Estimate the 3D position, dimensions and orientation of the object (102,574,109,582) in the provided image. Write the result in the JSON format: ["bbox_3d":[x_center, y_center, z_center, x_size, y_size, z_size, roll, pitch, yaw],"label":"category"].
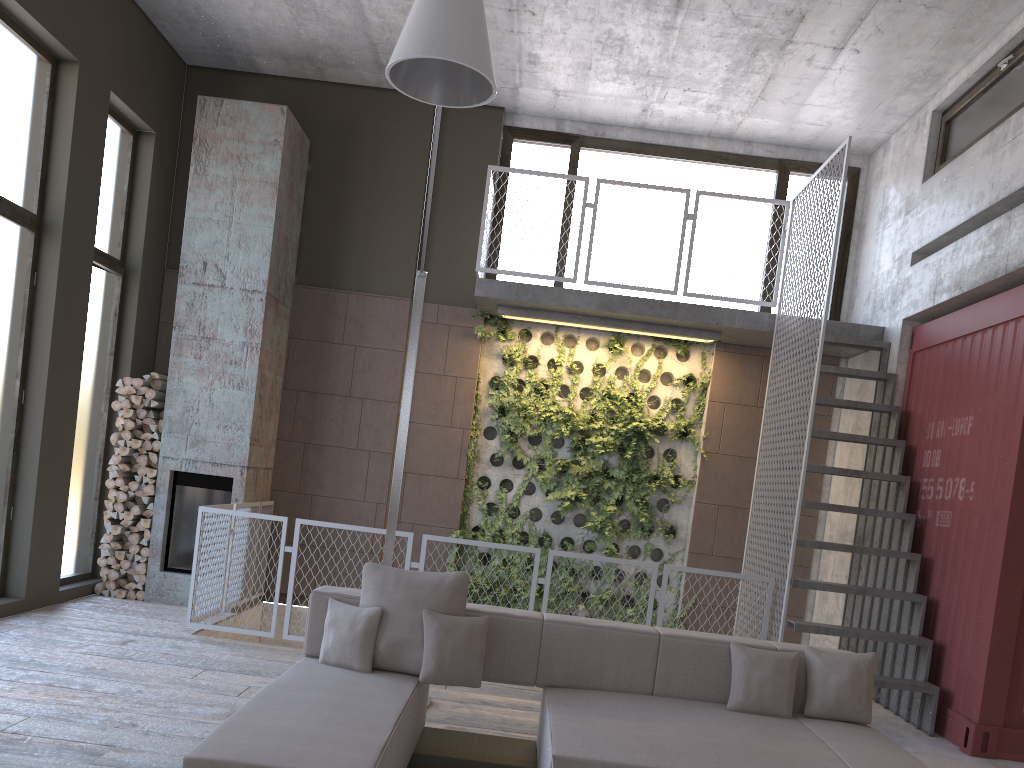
[{"bbox_3d":[-3.690,1.770,8.056,0.045,0.072,0.252,7,-6,1],"label":"object"}]

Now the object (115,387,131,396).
[{"bbox_3d":[-3.505,0.083,8.076,0.122,0.068,0.365,7,-6,3],"label":"object"}]

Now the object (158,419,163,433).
[{"bbox_3d":[-3.167,0.398,8.103,0.063,0.125,0.365,7,-5,0],"label":"object"}]

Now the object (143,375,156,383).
[{"bbox_3d":[-3.293,-0.030,8.064,0.065,0.073,0.361,7,-6,0],"label":"object"}]

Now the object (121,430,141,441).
[{"bbox_3d":[-3.474,0.482,8.115,0.092,0.093,0.439,7,-6,1],"label":"object"}]

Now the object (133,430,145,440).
[{"bbox_3d":[-3.394,0.479,8.140,0.101,0.086,0.364,7,-6,1],"label":"object"}]

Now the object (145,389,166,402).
[{"bbox_3d":[-3.230,0.116,8.051,0.093,0.093,0.439,7,-6,1],"label":"object"}]

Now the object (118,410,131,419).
[{"bbox_3d":[-3.499,0.287,8.060,0.067,0.067,0.424,7,-6,1],"label":"object"}]

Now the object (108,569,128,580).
[{"bbox_3d":[-3.608,1.745,8.093,0.098,0.107,0.295,7,-5,3],"label":"object"}]

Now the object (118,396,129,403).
[{"bbox_3d":[-3.501,0.156,8.067,0.066,0.086,0.427,7,-6,-1],"label":"object"}]

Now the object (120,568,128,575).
[{"bbox_3d":[-3.537,1.723,8.147,0.064,0.074,0.361,7,-6,0],"label":"object"}]

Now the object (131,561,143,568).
[{"bbox_3d":[-3.422,1.659,8.165,0.067,0.071,0.425,7,-6,1],"label":"object"}]

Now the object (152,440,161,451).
[{"bbox_3d":[-3.199,0.579,8.121,0.091,0.092,0.439,7,-6,1],"label":"object"}]

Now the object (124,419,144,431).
[{"bbox_3d":[-3.440,0.378,8.037,0.098,0.107,0.295,7,-5,3],"label":"object"}]

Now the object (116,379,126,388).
[{"bbox_3d":[-3.505,0.010,8.047,0.067,0.068,0.425,7,-6,1],"label":"object"}]

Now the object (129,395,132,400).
[{"bbox_3d":[-3.437,0.143,8.149,0.071,0.071,0.424,7,-6,1],"label":"object"}]

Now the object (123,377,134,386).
[{"bbox_3d":[-3.440,0.006,8.075,0.091,0.090,0.457,7,-6,0],"label":"object"}]

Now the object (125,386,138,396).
[{"bbox_3d":[-3.406,0.080,8.037,0.113,0.079,0.437,7,-6,1],"label":"object"}]

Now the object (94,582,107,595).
[{"bbox_3d":[-3.756,1.881,8.132,0.064,0.125,0.365,7,-5,0],"label":"object"}]

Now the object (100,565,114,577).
[{"bbox_3d":[-3.700,1.728,8.138,0.101,0.102,0.294,7,-5,3],"label":"object"}]

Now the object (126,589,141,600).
[{"bbox_3d":[-3.455,1.943,8.183,0.091,0.089,0.457,7,-6,1],"label":"object"}]

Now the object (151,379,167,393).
[{"bbox_3d":[-3.234,0.024,8.122,0.099,0.107,0.295,7,-5,2],"label":"object"}]

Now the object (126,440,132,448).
[{"bbox_3d":[-3.446,0.566,8.112,0.067,0.067,0.424,7,-6,1],"label":"object"}]

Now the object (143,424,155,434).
[{"bbox_3d":[-3.328,0.432,8.171,0.104,0.102,0.293,7,-5,1],"label":"object"}]

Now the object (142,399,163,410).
[{"bbox_3d":[-3.279,0.191,8.061,0.067,0.066,0.424,7,-6,1],"label":"object"}]

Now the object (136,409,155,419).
[{"bbox_3d":[-3.325,0.291,8.081,0.091,0.089,0.457,7,-6,0],"label":"object"}]

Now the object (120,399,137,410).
[{"bbox_3d":[-3.446,0.204,8.047,0.091,0.089,0.457,7,-6,1],"label":"object"}]

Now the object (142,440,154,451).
[{"bbox_3d":[-3.286,0.576,8.126,0.091,0.089,0.457,7,-6,1],"label":"object"}]

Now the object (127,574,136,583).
[{"bbox_3d":[-3.497,1.799,8.227,0.104,0.102,0.293,7,-5,1],"label":"object"}]

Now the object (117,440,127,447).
[{"bbox_3d":[-3.527,0.554,8.113,0.067,0.067,0.424,7,-6,1],"label":"object"}]

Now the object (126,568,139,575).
[{"bbox_3d":[-3.435,1.721,8.141,0.122,0.067,0.365,7,-6,3],"label":"object"}]

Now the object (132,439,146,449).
[{"bbox_3d":[-3.370,0.565,8.108,0.093,0.083,0.482,7,-6,1],"label":"object"}]

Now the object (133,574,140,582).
[{"bbox_3d":[-3.407,1.793,8.155,0.067,0.084,0.427,7,-6,-1],"label":"object"}]

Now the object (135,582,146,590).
[{"bbox_3d":[-3.384,1.852,8.164,0.071,0.072,0.424,7,-6,1],"label":"object"}]

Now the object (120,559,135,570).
[{"bbox_3d":[-3.493,1.657,8.137,0.091,0.089,0.457,7,-6,0],"label":"object"}]

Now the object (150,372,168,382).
[{"bbox_3d":[-3.227,-0.057,8.088,0.087,0.055,0.334,7,-6,1],"label":"object"}]

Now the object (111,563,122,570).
[{"bbox_3d":[-3.593,1.673,8.120,0.089,0.056,0.334,7,-6,1],"label":"object"}]

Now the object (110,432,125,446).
[{"bbox_3d":[-3.588,0.514,8.076,0.064,0.125,0.365,7,-5,0],"label":"object"}]

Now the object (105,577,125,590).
[{"bbox_3d":[-3.642,1.849,8.172,0.092,0.093,0.439,7,-6,1],"label":"object"}]

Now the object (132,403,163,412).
[{"bbox_3d":[-3.347,0.224,8.076,0.115,0.079,0.437,7,-6,1],"label":"object"}]

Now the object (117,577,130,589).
[{"bbox_3d":[-3.562,1.846,8.196,0.101,0.086,0.364,7,-6,1],"label":"object"}]

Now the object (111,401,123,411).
[{"bbox_3d":[-3.535,0.218,8.054,0.091,0.092,0.439,7,-6,1],"label":"object"}]

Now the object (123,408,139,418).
[{"bbox_3d":[-3.422,0.286,8.056,0.093,0.083,0.482,7,-6,1],"label":"object"}]

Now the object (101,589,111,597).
[{"bbox_3d":[-3.695,1.920,8.169,0.067,0.067,0.424,7,-6,1],"label":"object"}]

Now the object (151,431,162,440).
[{"bbox_3d":[-3.216,0.486,8.108,0.071,0.072,0.424,7,-6,1],"label":"object"}]

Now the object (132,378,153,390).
[{"bbox_3d":[-3.351,0.014,7.989,0.104,0.102,0.293,7,-5,1],"label":"object"}]

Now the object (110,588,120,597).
[{"bbox_3d":[-3.615,1.932,8.168,0.067,0.067,0.424,7,-6,1],"label":"object"}]

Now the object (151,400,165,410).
[{"bbox_3d":[-3.199,0.200,8.060,0.066,0.067,0.424,7,-6,1],"label":"object"}]

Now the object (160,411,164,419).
[{"bbox_3d":[-3.171,0.300,8.170,0.099,0.102,0.294,7,-5,3],"label":"object"}]

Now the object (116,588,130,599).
[{"bbox_3d":[-3.539,1.931,8.165,0.093,0.083,0.482,7,-6,1],"label":"object"}]
